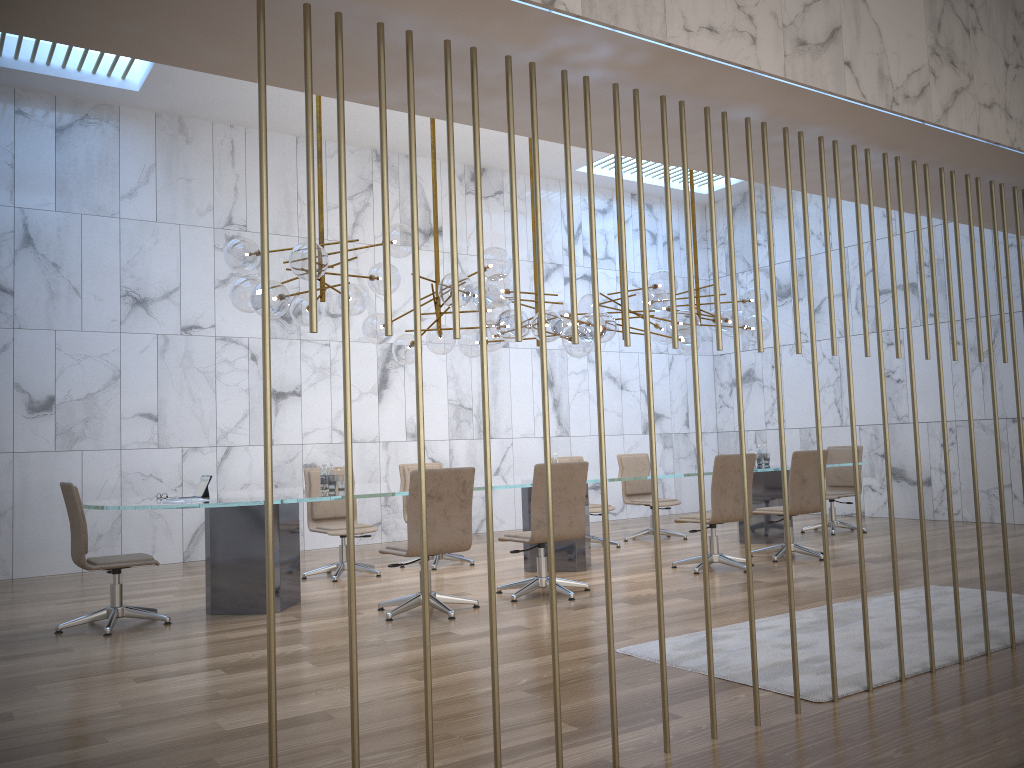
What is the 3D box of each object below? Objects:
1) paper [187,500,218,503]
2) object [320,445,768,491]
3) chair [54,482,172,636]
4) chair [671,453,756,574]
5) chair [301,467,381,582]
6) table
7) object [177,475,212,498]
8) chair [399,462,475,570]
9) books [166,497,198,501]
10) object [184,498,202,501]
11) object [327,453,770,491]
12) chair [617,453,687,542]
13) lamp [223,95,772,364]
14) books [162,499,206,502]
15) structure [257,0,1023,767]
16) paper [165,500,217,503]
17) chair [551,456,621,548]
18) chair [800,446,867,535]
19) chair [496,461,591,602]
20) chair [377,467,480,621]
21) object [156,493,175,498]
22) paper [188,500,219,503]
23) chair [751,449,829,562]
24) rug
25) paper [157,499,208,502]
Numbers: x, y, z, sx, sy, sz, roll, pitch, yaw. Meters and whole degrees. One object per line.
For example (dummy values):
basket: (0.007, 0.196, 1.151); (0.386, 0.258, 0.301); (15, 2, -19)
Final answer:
paper: (-2.133, 0.784, 5.918); (0.290, 0.001, 0.210); (2, -6, -41)
object: (0.645, 0.756, 8.413); (5.189, 0.213, 0.124); (1, -5, -34)
chair: (-2.756, 1.162, 6.096); (0.697, 1.000, 0.726); (1, -5, -33)
chair: (1.777, 1.117, 7.763); (0.726, 1.000, 0.697); (1, -5, -34)
chair: (-1.580, 1.272, 8.205); (0.726, 1.000, 0.697); (1, -5, -34)
table: (0.404, 1.275, 8.185); (7.924, 0.835, 2.092); (1, -5, -34)
object: (-2.323, 0.752, 6.471); (0.205, 0.159, 0.255); (1, -5, -34)
chair: (-0.758, 1.281, 8.753); (0.726, 1.000, 0.697); (1, -5, -34)
books: (-2.253, 0.790, 6.090); (0.205, 0.012, 0.126); (1, -5, -37)
object: (-2.137, 0.776, 5.959); (0.011, 0.011, 0.158); (-5, -5, 31)
object: (0.662, 0.800, 8.362); (5.112, 0.117, 0.183); (1, -5, -34)
chair: (1.611, 1.309, 10.331); (0.726, 1.000, 0.697); (1, -5, -34)
lamp: (0.201, -1.529, 8.324); (5.672, 2.716, 1.557); (1, -5, -34)
books: (-2.215, 0.788, 6.007); (0.239, 0.012, 0.205); (-6, -6, 43)
structure: (2.312, 0.126, 4.477); (7.223, 2.456, 0.023); (1, -5, -34)
paper: (-2.133, 0.783, 5.918); (0.290, 0.001, 0.210); (1, -5, -41)
chair: (0.779, 1.299, 9.777); (0.726, 1.000, 0.697); (1, -5, -34)
chair: (3.776, 1.238, 10.440); (0.697, 1.000, 0.726); (1, -5, -33)
chair: (0.237, 1.098, 6.737); (0.726, 1.000, 0.697); (1, -5, -34)
chair: (-0.594, 1.089, 6.182); (0.726, 1.000, 0.697); (1, -5, -34)
object: (-2.575, 0.832, 6.609); (0.134, 0.037, 0.096); (-5, -5, 34)
paper: (-2.133, 0.784, 5.918); (0.290, 0.001, 0.210); (1, -5, -39)
chair: (2.603, 1.126, 8.313); (0.726, 1.000, 0.697); (1, -5, -34)
rug: (2.168, 1.394, 5.091); (3.025, 0.034, 1.320); (1, -5, -34)
paper: (-2.270, 0.802, 6.105); (0.290, 0.001, 0.210); (1, -5, -35)
